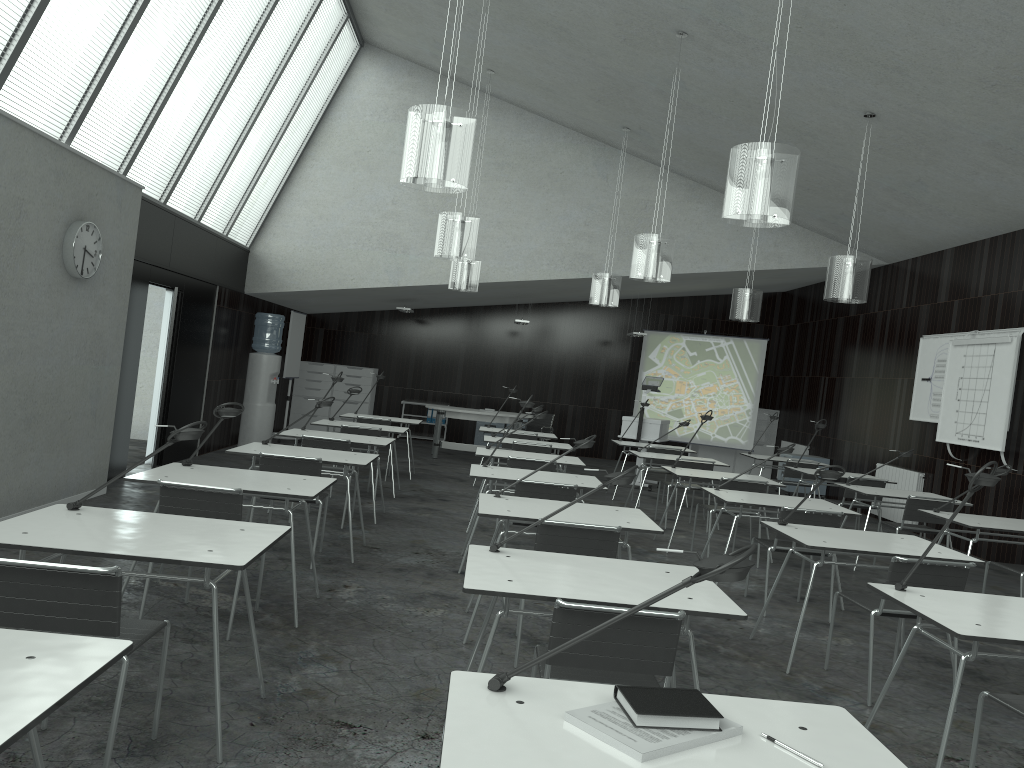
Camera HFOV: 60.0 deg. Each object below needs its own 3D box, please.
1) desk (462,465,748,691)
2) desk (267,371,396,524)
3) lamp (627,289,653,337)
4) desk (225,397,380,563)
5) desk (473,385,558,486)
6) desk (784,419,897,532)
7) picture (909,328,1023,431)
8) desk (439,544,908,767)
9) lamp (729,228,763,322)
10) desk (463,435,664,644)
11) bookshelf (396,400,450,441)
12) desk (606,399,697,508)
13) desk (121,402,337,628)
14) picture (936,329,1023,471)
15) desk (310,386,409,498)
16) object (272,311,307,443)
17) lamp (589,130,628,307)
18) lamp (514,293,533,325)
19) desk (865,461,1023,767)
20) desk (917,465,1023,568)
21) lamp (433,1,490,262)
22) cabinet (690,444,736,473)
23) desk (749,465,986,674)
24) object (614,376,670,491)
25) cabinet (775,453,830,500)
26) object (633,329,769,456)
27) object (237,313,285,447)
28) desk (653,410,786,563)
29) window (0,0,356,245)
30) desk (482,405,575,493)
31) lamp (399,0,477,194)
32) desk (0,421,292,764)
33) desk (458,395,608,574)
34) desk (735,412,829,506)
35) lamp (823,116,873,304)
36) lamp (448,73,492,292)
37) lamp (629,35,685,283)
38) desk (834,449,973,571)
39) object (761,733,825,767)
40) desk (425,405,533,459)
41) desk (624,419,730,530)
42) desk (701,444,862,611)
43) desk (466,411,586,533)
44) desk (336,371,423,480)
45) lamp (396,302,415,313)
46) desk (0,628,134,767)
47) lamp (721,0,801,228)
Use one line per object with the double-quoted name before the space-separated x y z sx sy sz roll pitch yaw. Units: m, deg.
"desk" 0.270 0.890 3.106 0.900 1.153 0.700 7 1 -1
"desk" -1.465 0.547 7.429 0.900 1.321 0.700 7 1 -1
"lamp" 2.123 -2.606 13.609 0.212 3.595 0.600 7 1 -2
"desk" -1.401 0.658 5.988 0.900 1.153 0.700 7 1 -1
"desk" 0.061 0.685 10.381 0.900 1.321 0.700 7 1 -1
"desk" 3.323 1.080 9.042 0.900 1.321 0.700 7 1 -3
"picture" 4.778 -0.050 8.451 0.050 1.102 3.818 7 1 -2
"desk" 0.302 0.913 1.660 0.900 1.153 0.700 7 1 -2
"lamp" 2.860 -1.715 10.529 0.350 1.761 0.359 7 1 -2
"desk" 0.258 0.869 4.576 0.900 1.153 0.700 7 1 -2
"bookshelf" -1.513 0.732 15.174 0.817 0.739 0.403 7 1 -2
"desk" 1.651 0.868 10.442 0.900 1.321 0.700 7 1 -2
"desk" -1.412 0.676 4.527 0.900 1.153 0.700 7 1 -2
"picture" 4.641 0.126 8.728 0.254 1.508 1.191 7 1 -2
"desk" -1.520 0.606 8.885 0.900 1.153 0.700 7 1 -2
"object" -3.214 -0.115 12.846 0.560 2.091 0.553 6 1 -38
"lamp" 1.215 -2.179 10.472 0.350 2.307 0.359 7 1 -2
"lamp" 0.349 -2.811 13.552 0.212 3.595 0.600 7 1 -2
"desk" 1.848 0.987 3.174 0.900 1.321 0.700 7 1 -2
"desk" 3.389 1.211 6.127 0.900 1.153 0.700 7 1 -3
"lamp" -0.325 -2.590 7.464 0.350 2.848 0.359 7 1 -2
"cabinet" 3.474 1.026 15.242 0.639 1.285 0.587 7 1 -2
"desk" 1.834 1.050 4.646 0.900 1.153 0.700 7 1 -3
"object" 1.742 0.702 11.689 0.559 1.639 0.680 7 1 22
"cabinet" 4.190 1.471 12.788 0.598 0.648 0.502 7 1 -2
"object" 2.970 0.323 14.398 2.051 2.602 0.673 7 1 22
"object" -3.283 -0.044 11.664 0.436 1.967 0.436 6 1 -12
"desk" 1.764 0.920 7.516 0.900 1.321 0.700 7 1 -2
"window" -2.472 -3.244 4.791 1.144 3.101 12.775 7 1 -2
"desk" 0.146 0.798 8.966 0.900 1.153 0.700 7 1 -2
"lamp" -0.236 -2.541 4.514 0.350 2.848 0.359 7 1 -2
"desk" -1.301 0.709 3.070 0.900 1.153 0.700 7 1 -2
"desk" 0.157 0.753 6.033 0.900 1.321 0.700 7 1 -2
"desk" 3.230 1.050 10.502 0.900 1.321 0.700 7 1 -2
"lamp" 2.950 -1.666 7.579 0.350 1.761 0.359 7 1 -2
"lamp" -0.414 -2.640 10.415 0.350 2.848 0.359 7 1 -2
"lamp" 1.304 -2.130 7.521 0.350 2.307 0.359 7 1 -2
"desk" 3.308 1.182 7.588 0.900 1.153 0.700 7 1 -2
"object" 0.543 0.791 1.730 0.008 0.010 0.159 6 1 -31
"desk" -0.508 0.838 12.936 1.600 0.818 0.910 7 1 -7
"desk" 1.662 0.973 8.996 0.900 1.153 0.700 7 1 -2
"desk" 1.803 1.028 6.085 0.900 1.153 0.700 7 1 -2
"desk" 0.128 0.815 7.481 0.900 1.153 0.700 7 1 -1
"desk" -1.520 0.502 10.360 0.900 1.321 0.700 7 1 -2
"lamp" -1.424 -3.015 13.495 0.212 3.595 0.600 7 1 -2
"desk" -1.277 0.646 1.606 0.900 1.321 0.700 7 1 -2
"lamp" 1.393 -2.081 4.571 0.350 2.307 0.359 7 1 -2
